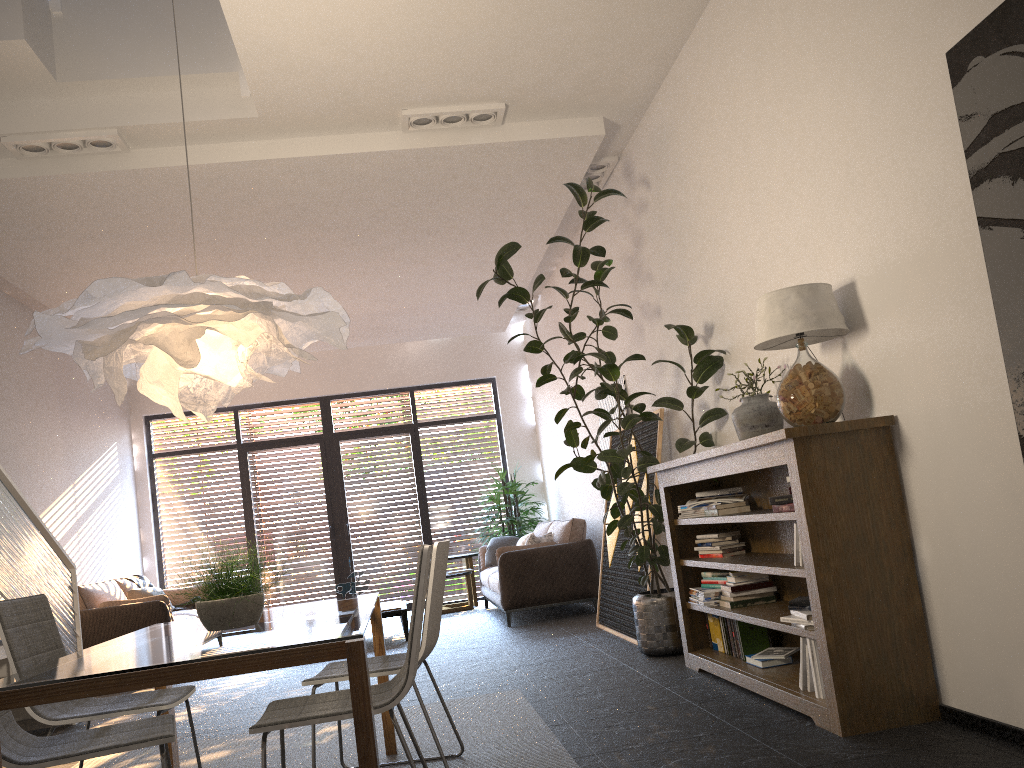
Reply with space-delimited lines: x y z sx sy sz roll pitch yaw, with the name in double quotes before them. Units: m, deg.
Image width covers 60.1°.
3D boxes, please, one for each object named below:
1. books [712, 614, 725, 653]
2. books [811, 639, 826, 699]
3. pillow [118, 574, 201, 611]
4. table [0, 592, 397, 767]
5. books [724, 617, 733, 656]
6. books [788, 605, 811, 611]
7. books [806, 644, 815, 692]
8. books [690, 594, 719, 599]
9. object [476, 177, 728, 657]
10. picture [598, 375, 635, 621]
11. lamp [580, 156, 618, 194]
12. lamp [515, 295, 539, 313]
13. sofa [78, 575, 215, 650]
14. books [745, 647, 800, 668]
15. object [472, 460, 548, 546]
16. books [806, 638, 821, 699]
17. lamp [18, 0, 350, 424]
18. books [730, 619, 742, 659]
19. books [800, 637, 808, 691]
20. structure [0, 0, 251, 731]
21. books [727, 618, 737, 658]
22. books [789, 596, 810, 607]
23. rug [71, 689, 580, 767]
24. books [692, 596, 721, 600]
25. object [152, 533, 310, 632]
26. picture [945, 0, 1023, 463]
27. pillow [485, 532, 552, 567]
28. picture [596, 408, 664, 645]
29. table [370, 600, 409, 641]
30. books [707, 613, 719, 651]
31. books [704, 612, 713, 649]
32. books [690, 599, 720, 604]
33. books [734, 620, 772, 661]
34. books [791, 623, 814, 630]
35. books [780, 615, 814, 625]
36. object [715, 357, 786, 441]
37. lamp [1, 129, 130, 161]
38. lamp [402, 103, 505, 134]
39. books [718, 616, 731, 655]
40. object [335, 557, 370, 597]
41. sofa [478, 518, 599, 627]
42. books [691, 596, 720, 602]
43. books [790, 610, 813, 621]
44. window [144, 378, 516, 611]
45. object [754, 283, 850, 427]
"books" 1.226 1.365 4.943 0.171 0.234 0.108 -7 -6 -8
"books" 1.316 1.137 3.585 0.174 0.242 0.019 -7 -6 -8
"pillow" -3.886 2.357 9.337 0.957 0.704 1.022 -10 -8 16
"table" -0.947 1.216 3.109 0.996 0.710 1.813 -7 -8 -8
"books" 1.244 1.338 4.800 0.171 0.239 0.056 -7 -6 -8
"books" 1.278 0.919 3.674 0.155 0.022 0.207 -3 -10 -28
"books" 1.305 1.176 3.699 0.155 0.202 0.073 -7 -6 -8
"books" 1.122 1.154 4.876 0.218 0.008 0.290 -7 -9 -4
"object" 0.653 0.165 5.772 0.906 3.181 2.027 -4 -7 -30
"picture" 0.891 1.007 7.573 0.207 2.007 0.964 -7 -6 -8
"lamp" 0.624 -1.632 6.910 0.253 0.066 0.650 -6 -9 -8
"lamp" 0.146 -0.976 10.704 0.253 0.066 0.650 -6 -9 -8
"sofa" -3.631 2.370 8.861 0.992 0.914 2.338 -7 -8 -8
"books" 1.281 1.366 4.422 0.259 0.049 0.270 -14 -11 36
"object" -0.003 1.819 11.045 0.977 1.713 0.920 -2 -9 -43
"books" 1.304 1.142 3.605 0.175 0.242 0.024 -7 -6 -8
"lamp" -1.438 -2.400 3.491 1.118 5.183 1.067 -8 -6 3
"books" 1.258 1.319 4.689 0.171 0.239 0.085 -7 -6 -8
"books" 1.298 1.165 3.725 0.174 0.233 0.101 -7 -6 -8
"structure" -1.788 -2.624 2.454 4.230 8.260 8.521 -7 -7 -8
"books" 1.252 1.337 4.747 0.171 0.223 0.083 -7 -6 -8
"books" 1.279 0.895 3.671 0.222 0.023 0.147 -13 -10 33
"rug" -0.898 1.565 3.090 2.369 0.006 3.713 -6 -9 -8
"books" 1.126 1.164 4.880 0.218 0.008 0.290 -7 -9 -2
"object" -1.002 0.703 3.174 0.531 0.365 0.673 -6 -8 -13
"picture" 1.630 -0.185 2.166 0.033 2.016 1.241 -7 -7 -8
"pillow" 0.063 1.779 9.438 0.618 0.341 1.907 -6 -9 -8
"picture" 0.881 1.100 6.784 0.386 1.596 1.508 -7 -7 -8
"table" -1.537 2.367 8.655 1.048 0.305 1.124 -6 -9 -8
"books" 1.216 1.380 5.024 0.171 0.233 0.101 -7 -6 -8
"books" 1.207 1.387 5.092 0.171 0.239 0.085 -7 -6 -8
"books" 1.123 1.183 4.877 0.218 0.008 0.307 -7 -9 -4
"books" 1.255 1.308 4.617 0.167 0.240 0.105 -7 -6 -8
"books" 1.254 0.985 3.653 0.155 0.020 0.206 -8 -9 2
"books" 1.251 0.965 3.650 0.174 0.019 0.246 -5 -9 -18
"object" 1.186 0.089 4.325 0.385 0.410 0.277 -3 -8 -30
"lamp" -2.661 -1.445 5.298 0.644 0.066 0.255 -6 -9 -8
"lamp" -0.378 -1.700 5.618 0.644 0.066 0.255 -6 -9 -8
"books" 1.232 1.350 4.856 0.167 0.240 0.100 -7 -6 -8
"object" -2.135 -0.600 4.667 0.366 4.447 8.961 -8 -8 3
"sofa" 0.217 1.940 9.400 0.992 0.914 2.338 -7 -8 -8
"books" 1.126 1.170 4.879 0.218 0.008 0.290 -7 -9 -2
"books" 1.269 0.941 3.656 0.175 0.023 0.244 -8 -9 2
"window" -2.302 1.586 11.663 4.937 3.011 0.462 -7 -6 -8
"object" 1.228 -0.097 3.720 0.389 0.579 0.392 -2 -9 -39
